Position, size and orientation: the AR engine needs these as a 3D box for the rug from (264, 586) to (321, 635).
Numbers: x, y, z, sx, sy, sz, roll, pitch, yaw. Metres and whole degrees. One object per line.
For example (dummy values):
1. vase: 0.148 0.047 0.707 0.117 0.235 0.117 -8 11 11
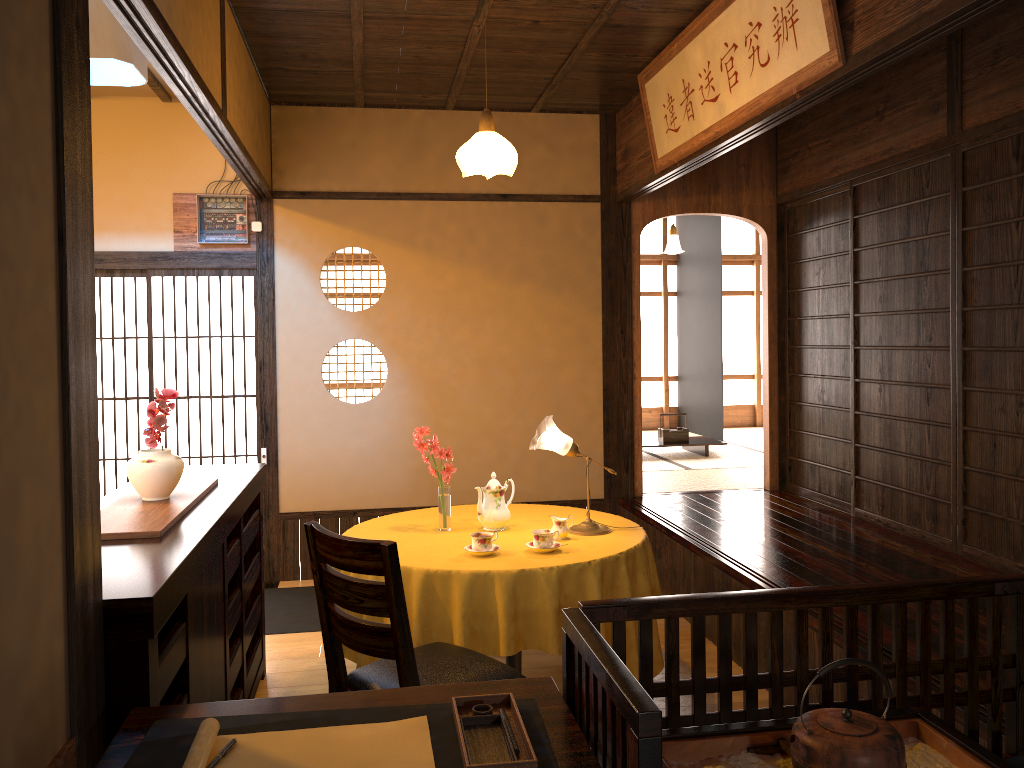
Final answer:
1. rug: -0.694 1.275 5.182 2.955 0.005 0.902 -1 3 -9

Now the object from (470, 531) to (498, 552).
1. object: -0.112 0.615 3.440 0.099 0.076 0.090 0 2 15

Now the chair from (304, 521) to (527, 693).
1. chair: -0.309 0.909 2.827 0.578 0.959 0.491 -2 2 -44

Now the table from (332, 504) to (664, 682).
1. table: -0.075 0.986 3.852 1.444 0.695 1.444 -1 3 -9

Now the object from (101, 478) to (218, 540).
1. object: -1.219 0.410 3.009 0.267 0.020 0.998 -1 3 -9

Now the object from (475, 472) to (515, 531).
1. object: -0.074 0.511 3.893 0.163 0.252 0.154 -1 2 4

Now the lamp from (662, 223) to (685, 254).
1. lamp: 1.506 -1.622 8.289 0.196 0.798 0.225 -1 1 -1

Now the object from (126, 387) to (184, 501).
1. object: -1.237 0.205 3.135 0.189 0.377 0.321 -1 2 0

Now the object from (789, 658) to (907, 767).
1. object: 0.607 0.606 1.606 0.198 0.216 0.198 0 2 29

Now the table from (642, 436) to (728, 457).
1. table: 1.330 0.595 8.289 1.200 0.118 0.601 -1 3 -9

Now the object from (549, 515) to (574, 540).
1. object: 0.202 0.594 3.694 0.083 0.098 0.078 -2 2 -40

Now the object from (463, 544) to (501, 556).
1. object: -0.116 0.648 3.442 0.144 0.024 0.144 2 4 41

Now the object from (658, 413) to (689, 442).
1. object: 1.513 0.403 8.316 0.260 0.258 0.150 -1 2 -9

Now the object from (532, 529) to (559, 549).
1. object: 0.124 0.610 3.476 0.090 0.076 0.099 -2 2 -25

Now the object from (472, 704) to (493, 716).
1. object: -0.057 0.643 1.728 0.040 0.021 0.040 2 3 43

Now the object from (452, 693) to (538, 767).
1. object: -0.038 0.648 1.644 0.121 0.028 0.295 -1 3 -9

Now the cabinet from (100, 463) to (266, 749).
1. cabinet: -1.197 0.906 2.990 0.489 0.970 2.187 -1 3 -9

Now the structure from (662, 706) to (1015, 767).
1. structure: 0.584 0.845 1.606 0.666 0.300 0.453 -1 2 -9

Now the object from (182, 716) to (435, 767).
1. object: -0.357 0.651 1.576 0.430 0.038 0.275 -1 3 -9

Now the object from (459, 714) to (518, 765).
1. object: -0.045 0.649 1.601 0.082 0.019 0.200 -1 3 -9

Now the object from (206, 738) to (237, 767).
1. object: -0.522 0.666 1.584 0.012 0.010 0.141 -1 3 6

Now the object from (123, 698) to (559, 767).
1. object: -0.307 0.670 1.598 0.760 0.003 0.405 -1 3 -6

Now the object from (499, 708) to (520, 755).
1. object: -0.006 0.649 1.661 0.012 0.012 0.180 -1 3 -9

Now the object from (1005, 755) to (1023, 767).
1. object: 1.101 0.866 1.765 0.267 0.147 0.267 -3 3 -43

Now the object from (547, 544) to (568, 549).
1. object: 0.156 0.635 3.441 0.126 0.019 0.029 -1 2 -6

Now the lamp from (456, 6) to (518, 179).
1. lamp: -0.112 -1.308 3.825 0.249 0.809 0.277 -1 1 13

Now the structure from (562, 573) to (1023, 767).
1. structure: 0.742 0.734 1.776 1.197 0.499 0.598 -1 2 -9

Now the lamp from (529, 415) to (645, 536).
1. lamp: 0.339 0.727 3.832 0.512 1.202 0.198 -1 1 -9

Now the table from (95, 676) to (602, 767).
1. table: -0.296 0.839 1.603 0.880 0.336 0.601 -1 2 -9

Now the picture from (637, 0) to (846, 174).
1. picture: 0.944 -1.443 4.096 0.117 0.565 2.045 -1 3 -9

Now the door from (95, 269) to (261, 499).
1. door: -2.917 0.292 5.475 2.648 1.999 0.066 -1 1 -9

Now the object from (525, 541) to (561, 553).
1. object: 0.123 0.642 3.481 0.144 0.024 0.144 2 4 41
